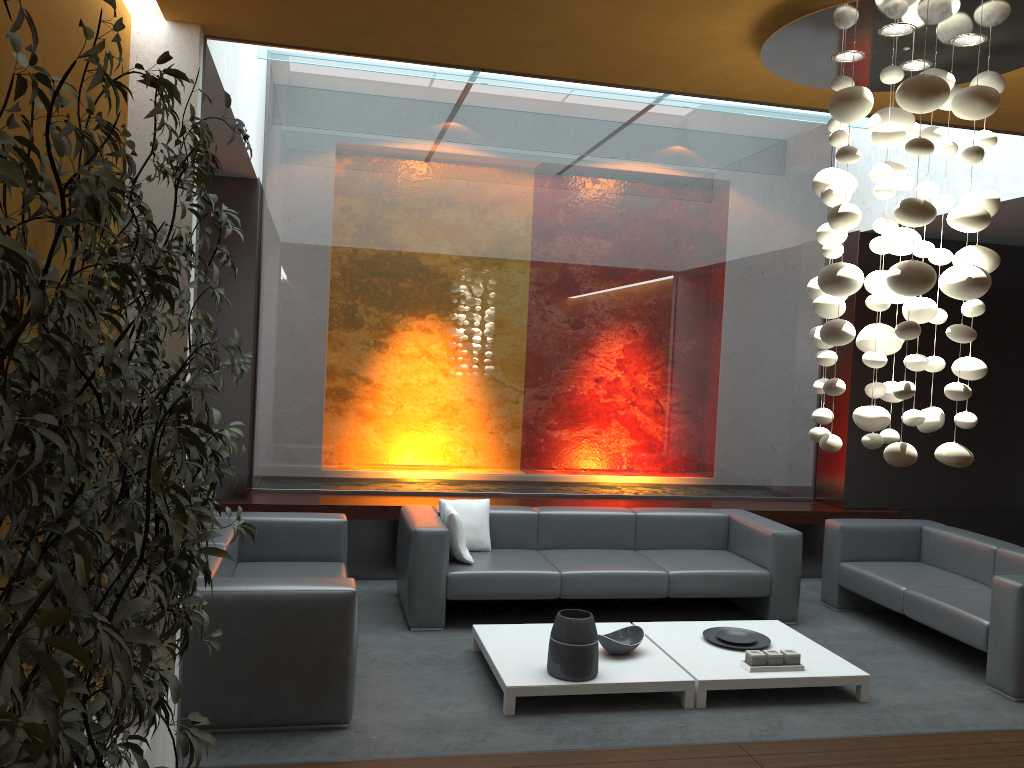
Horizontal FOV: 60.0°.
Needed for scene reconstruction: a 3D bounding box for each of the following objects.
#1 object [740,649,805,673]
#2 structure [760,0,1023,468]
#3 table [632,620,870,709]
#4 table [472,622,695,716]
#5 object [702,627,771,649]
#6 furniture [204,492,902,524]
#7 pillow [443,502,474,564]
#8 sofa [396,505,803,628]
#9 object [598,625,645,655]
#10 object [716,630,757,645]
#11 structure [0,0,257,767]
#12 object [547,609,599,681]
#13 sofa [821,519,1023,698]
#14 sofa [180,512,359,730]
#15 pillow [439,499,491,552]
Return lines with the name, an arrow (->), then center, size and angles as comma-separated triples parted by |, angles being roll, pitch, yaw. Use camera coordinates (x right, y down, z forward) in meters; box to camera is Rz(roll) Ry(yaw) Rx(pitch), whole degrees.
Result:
object -> 1.422, 1.500, 4.834 | 0.326, 0.097, 0.118 | 2, 2, -12
structure -> 1.367, -0.496, 3.167 | 1.002, 1.529, 1.002 | 4, 2, 36
table -> 1.345, 1.610, 5.187 | 1.000, 0.150, 1.000 | 2, 2, -12
table -> 0.352, 1.567, 4.972 | 1.000, 0.150, 1.000 | 2, 2, -12
object -> 1.335, 1.518, 5.276 | 0.394, 0.027, 0.394 | 3, 2, 5
furniture -> 0.395, 1.031, 7.361 | 6.000, 0.109, 0.600 | 2, 2, -12
pillow -> -0.375, 1.008, 6.004 | 0.186, 0.358, 0.376 | 2, 2, -13
sofa -> 0.599, 1.269, 6.356 | 2.781, 0.652, 0.943 | 2, 2, -12
object -> 0.606, 1.442, 4.965 | 0.223, 0.125, 0.317 | 4, 2, 44
object -> 1.335, 1.515, 5.276 | 0.239, 0.027, 0.239 | 1, 2, -40
structure -> -0.928, 0.146, 2.015 | 0.622, 2.483, 3.166 | 2, 2, -13
object -> 0.321, 1.345, 4.599 | 0.265, 0.309, 0.265 | 1, 2, -40
sofa -> 3.033, 1.400, 5.956 | 0.943, 0.652, 2.025 | 2, 2, -12
sofa -> -1.384, 1.209, 4.998 | 0.943, 0.652, 2.025 | 2, 2, -12
pillow -> -0.334, 1.002, 6.287 | 0.376, 0.361, 0.169 | 2, 2, -14
